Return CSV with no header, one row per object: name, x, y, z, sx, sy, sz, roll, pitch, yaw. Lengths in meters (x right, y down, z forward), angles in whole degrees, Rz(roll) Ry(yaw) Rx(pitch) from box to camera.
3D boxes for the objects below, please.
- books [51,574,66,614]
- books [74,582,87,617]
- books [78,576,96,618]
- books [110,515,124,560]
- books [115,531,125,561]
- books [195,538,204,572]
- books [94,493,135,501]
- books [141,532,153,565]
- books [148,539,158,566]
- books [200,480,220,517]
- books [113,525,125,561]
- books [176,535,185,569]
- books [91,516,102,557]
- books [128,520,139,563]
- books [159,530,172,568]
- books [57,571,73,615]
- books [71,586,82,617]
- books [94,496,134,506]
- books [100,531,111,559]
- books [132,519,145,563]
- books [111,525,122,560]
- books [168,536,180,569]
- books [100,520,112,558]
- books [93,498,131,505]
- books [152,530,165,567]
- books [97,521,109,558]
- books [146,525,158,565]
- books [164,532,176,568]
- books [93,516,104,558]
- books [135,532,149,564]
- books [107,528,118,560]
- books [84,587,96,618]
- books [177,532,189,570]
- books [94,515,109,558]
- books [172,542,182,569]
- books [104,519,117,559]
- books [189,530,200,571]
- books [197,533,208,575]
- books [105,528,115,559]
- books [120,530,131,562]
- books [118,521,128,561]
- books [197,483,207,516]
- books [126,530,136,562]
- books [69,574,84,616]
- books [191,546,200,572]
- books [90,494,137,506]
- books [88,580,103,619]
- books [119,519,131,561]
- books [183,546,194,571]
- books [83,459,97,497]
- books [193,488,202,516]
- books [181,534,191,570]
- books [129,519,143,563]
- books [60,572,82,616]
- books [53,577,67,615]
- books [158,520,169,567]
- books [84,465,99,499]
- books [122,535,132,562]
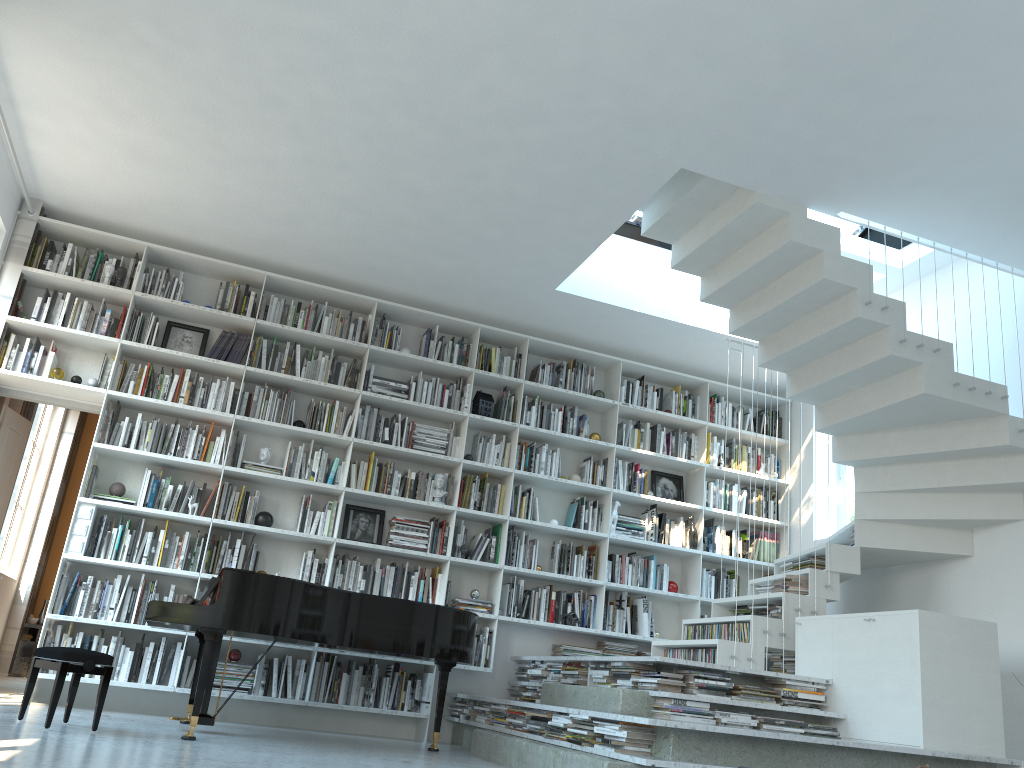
books,-2.929,1.365,5.732,0.012,0.253,0.161,13,-20,-17
books,-2.789,1.405,5.748,0.022,0.220,0.188,13,-20,-17
books,-2.765,1.390,5.769,0.029,0.265,0.172,13,-20,-17
books,-2.640,1.038,5.925,0.006,0.313,0.146,13,-20,-17
books,-2.620,1.098,5.933,0.016,0.210,0.146,13,-20,-17
books,-2.142,1.184,6.066,0.010,0.239,0.175,13,-20,-17
books,-2.684,0.778,5.996,0.254,0.012,0.161,12,-20,-16
books,-2.455,1.120,5.971,0.027,0.229,0.159,13,-20,-17
books,-2.414,1.149,5.966,0.029,0.181,0.190,13,-20,-17
books,-2.101,0.814,6.159,0.082,0.275,0.229,13,-20,-17
books,-2.619,1.071,5.906,0.009,0.243,0.185,13,-20,-17
books,-2.260,1.159,6.042,0.010,0.245,0.160,13,-20,-17
books,-2.761,1.029,5.896,0.008,0.284,0.160,13,-20,-17
books,-2.546,1.074,5.975,0.009,0.298,0.141,13,-20,-17
books,-2.342,1.127,6.000,0.028,0.259,0.181,13,-20,-17
books,-2.880,1.354,5.720,0.011,0.276,0.190,13,-20,-17
books,-2.820,1.416,5.758,0.024,0.197,0.148,13,-20,-17
books,-2.685,0.799,5.985,0.254,0.012,0.161,14,-20,-20
books,-2.685,1.080,5.870,0.019,0.188,0.194,13,-20,-17
books,-2.510,1.070,5.963,0.012,0.305,0.190,13,-20,-17
books,-2.634,1.073,5.915,0.014,0.242,0.171,13,-20,-17
books,-2.299,1.159,6.028,0.025,0.228,0.153,13,-20,-17
books,-2.699,1.046,5.892,0.007,0.263,0.177,13,-20,-17
books,-2.688,0.812,5.985,0.254,0.012,0.161,12,-20,-16
books,-2.389,1.123,5.995,0.026,0.253,0.177,13,-20,-17
books,-2.720,1.052,5.904,0.022,0.256,0.142,13,-20,-17
books,-2.432,1.100,5.984,0.014,0.281,0.150,13,-20,-17
books,-2.318,1.140,6.011,0.028,0.248,0.159,13,-20,-17
books,-2.749,1.029,5.899,0.017,0.288,0.153,13,-20,-17
books,-2.494,1.117,5.975,0.045,0.229,0.138,13,-20,-17
books,-2.652,1.079,5.899,0.015,0.216,0.180,13,-20,-17
books,-2.750,1.433,5.785,0.025,0.199,0.137,13,-20,-17
books,-2.238,1.148,6.034,0.021,0.264,0.186,13,-20,-17
books,-2.732,1.028,5.897,0.014,0.293,0.172,13,-20,-17
books,-2.280,1.181,6.032,0.023,0.193,0.140,13,-20,-17
books,-2.675,1.046,5.906,0.008,0.278,0.165,13,-20,-17
books,-2.170,1.153,6.057,0.014,0.285,0.180,13,-20,-17
books,-2.131,1.175,6.098,0.024,0.279,0.136,13,-20,-17
books,-2.670,1.079,5.906,0.015,0.217,0.177,13,-20,-17
books,-2.581,1.094,5.920,0.015,0.218,0.190,13,-20,-17
books,-2.602,1.067,5.939,0.009,0.277,0.158,13,-20,-17
books,-2.164,0.825,6.175,0.021,0.250,0.154,13,-20,-17
books,-2.561,1.103,5.958,0.016,0.230,0.136,13,-20,-17
books,-2.832,1.377,5.764,0.010,0.272,0.150,13,-20,-17
books,-2.169,1.213,6.076,0.023,0.186,0.130,13,-20,-17
books,-2.683,0.787,5.986,0.285,0.012,0.160,11,-20,-13
books,-2.727,1.417,5.803,0.022,0.247,0.134,13,-20,-17
books,-2.586,1.058,5.922,0.007,0.285,0.182,13,-20,-17
books,-2.208,1.202,6.050,0.041,0.181,0.142,13,-20,-17
books,-2.847,0.657,5.973,0.012,0.284,0.160,13,-20,-17
books,-2.188,0.839,6.159,0.027,0.209,0.144,13,-20,-17
books,-2.229,1.160,6.055,0.013,0.259,0.143,13,-20,-17
books,-2.521,1.067,5.946,0.019,0.299,0.180,13,-20,-17
books,-2.853,1.360,5.738,0.052,0.282,0.172,13,-20,-17
books,-2.906,1.372,5.723,0.029,0.238,0.154,13,-20,-17
books,-2.364,1.095,6.010,0.021,0.321,0.172,13,-20,-17
books,-2.827,0.679,5.963,0.028,0.242,0.157,13,-20,-17
books,-2.566,1.110,5.916,0.016,0.188,0.184,13,-20,-17
